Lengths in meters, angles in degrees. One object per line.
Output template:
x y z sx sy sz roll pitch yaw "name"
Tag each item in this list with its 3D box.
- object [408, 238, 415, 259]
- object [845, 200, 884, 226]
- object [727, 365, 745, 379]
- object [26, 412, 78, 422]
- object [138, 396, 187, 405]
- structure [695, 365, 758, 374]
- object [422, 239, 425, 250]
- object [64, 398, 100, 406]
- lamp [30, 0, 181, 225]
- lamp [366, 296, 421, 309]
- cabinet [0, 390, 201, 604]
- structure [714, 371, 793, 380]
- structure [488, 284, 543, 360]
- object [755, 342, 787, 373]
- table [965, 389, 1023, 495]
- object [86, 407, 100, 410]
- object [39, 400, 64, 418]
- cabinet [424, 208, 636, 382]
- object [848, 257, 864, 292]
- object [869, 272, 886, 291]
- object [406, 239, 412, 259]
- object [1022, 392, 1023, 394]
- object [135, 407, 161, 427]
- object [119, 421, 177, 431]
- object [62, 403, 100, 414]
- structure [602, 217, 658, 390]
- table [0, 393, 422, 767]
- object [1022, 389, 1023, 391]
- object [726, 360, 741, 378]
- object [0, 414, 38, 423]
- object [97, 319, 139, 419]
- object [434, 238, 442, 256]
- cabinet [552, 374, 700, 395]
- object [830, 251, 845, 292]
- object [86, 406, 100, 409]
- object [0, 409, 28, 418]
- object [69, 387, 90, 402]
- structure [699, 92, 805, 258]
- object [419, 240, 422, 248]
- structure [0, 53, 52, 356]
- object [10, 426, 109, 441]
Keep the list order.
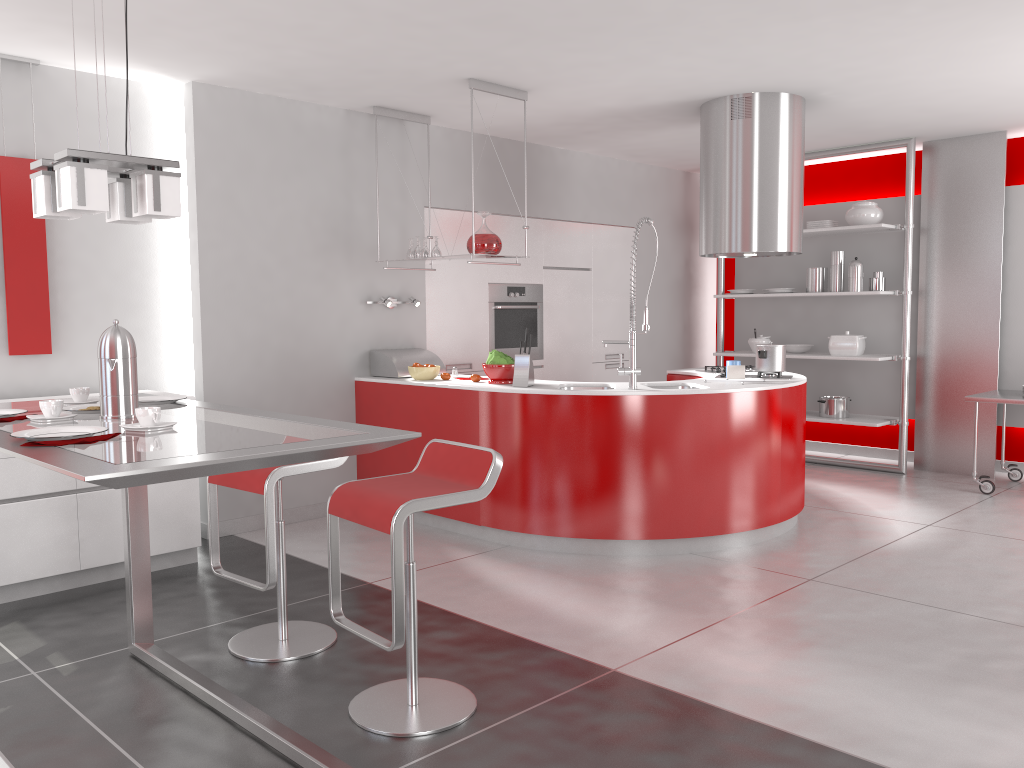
-0.633 -0.854 5.635 0.060 0.141 0.060 1 5 22 "object"
2.821 -1.359 7.101 0.287 0.222 0.287 -1 5 -1 "object"
1.292 -0.069 5.114 0.100 0.080 0.109 1 5 15 "object"
-1.320 0.096 2.547 0.119 0.016 0.119 4 6 43 "object"
-1.221 0.057 3.016 0.217 0.015 0.217 -1 5 -8 "object"
1.519 -0.103 6.044 0.457 0.037 0.303 -2 5 -15 "structure"
-0.565 -0.861 5.714 0.060 0.141 0.060 -5 6 -44 "object"
-1.453 0.062 2.986 0.119 0.016 0.119 -3 5 -25 "object"
-1.154 -0.984 2.478 0.304 1.025 0.304 -5 6 -44 "lamp"
-0.767 -0.546 5.934 0.454 0.081 0.155 -5 6 -44 "lamp"
-2.479 0.543 4.186 1.802 0.880 0.610 -5 6 -44 "cabinet"
1.503 -0.060 5.511 0.457 0.037 0.303 1 5 20 "structure"
0.047 -0.474 6.838 0.599 0.589 0.050 -5 6 -44 "structure"
1.594 -0.168 5.465 0.189 0.185 0.218 0 5 7 "object"
3.990 0.444 5.910 0.749 0.682 1.627 -5 6 -43 "table"
-1.288 0.076 2.728 0.036 0.006 0.034 -3 5 -33 "object"
-1.320 0.073 2.537 0.062 0.049 0.078 -1 5 -5 "object"
0.039 -0.306 7.288 2.398 2.026 0.614 -5 6 -44 "cabinet"
2.717 -0.865 7.007 0.115 0.274 0.115 3 6 38 "object"
2.916 -0.814 7.078 0.127 0.157 0.127 -4 6 -34 "object"
-0.655 -0.862 5.728 0.060 0.141 0.060 -5 6 -44 "object"
3.666 0.076 6.145 0.228 0.020 0.228 2 5 27 "object"
-0.948 0.088 2.312 0.062 0.049 0.078 -2 5 -22 "object"
-0.951 0.111 2.321 0.119 0.016 0.119 2 5 25 "object"
-1.291 0.078 2.764 0.217 0.015 0.217 -1 5 -7 "object"
0.648 -0.436 4.770 0.308 0.920 0.178 -1 5 -1 "structure"
-1.102 0.601 2.566 0.800 1.000 1.700 -5 6 -44 "table"
3.666 0.055 6.143 0.228 0.020 0.228 2 5 27 "object"
1.310 -0.088 5.241 0.080 0.100 0.109 1 5 18 "object"
-1.452 0.102 2.510 0.095 0.012 0.234 4 6 44 "object"
-1.161 -0.047 2.603 0.113 0.287 0.149 -4 6 -37 "object"
-0.479 -0.858 5.662 0.060 0.141 0.060 -5 6 -44 "object"
0.331 0.359 5.756 1.875 0.761 1.025 0 5 1 "cabinet"
2.629 -0.904 7.163 0.109 0.329 0.110 4 6 43 "object"
-1.305 0.074 2.766 0.034 0.006 0.036 -1 5 -8 "object"
-1.547 0.093 2.610 0.217 0.015 0.217 1 5 21 "object"
-1.459 0.038 2.990 0.078 0.049 0.062 4 7 45 "object"
1.533 -1.304 5.684 0.644 0.958 0.644 0 5 12 "structure"
-0.602 -0.868 5.795 0.060 0.141 0.060 -5 6 -44 "object"
-2.709 -0.882 4.317 0.820 1.503 0.040 -5 6 -44 "structure"
-1.109 0.124 2.177 0.217 0.015 0.217 -2 5 -21 "object"
